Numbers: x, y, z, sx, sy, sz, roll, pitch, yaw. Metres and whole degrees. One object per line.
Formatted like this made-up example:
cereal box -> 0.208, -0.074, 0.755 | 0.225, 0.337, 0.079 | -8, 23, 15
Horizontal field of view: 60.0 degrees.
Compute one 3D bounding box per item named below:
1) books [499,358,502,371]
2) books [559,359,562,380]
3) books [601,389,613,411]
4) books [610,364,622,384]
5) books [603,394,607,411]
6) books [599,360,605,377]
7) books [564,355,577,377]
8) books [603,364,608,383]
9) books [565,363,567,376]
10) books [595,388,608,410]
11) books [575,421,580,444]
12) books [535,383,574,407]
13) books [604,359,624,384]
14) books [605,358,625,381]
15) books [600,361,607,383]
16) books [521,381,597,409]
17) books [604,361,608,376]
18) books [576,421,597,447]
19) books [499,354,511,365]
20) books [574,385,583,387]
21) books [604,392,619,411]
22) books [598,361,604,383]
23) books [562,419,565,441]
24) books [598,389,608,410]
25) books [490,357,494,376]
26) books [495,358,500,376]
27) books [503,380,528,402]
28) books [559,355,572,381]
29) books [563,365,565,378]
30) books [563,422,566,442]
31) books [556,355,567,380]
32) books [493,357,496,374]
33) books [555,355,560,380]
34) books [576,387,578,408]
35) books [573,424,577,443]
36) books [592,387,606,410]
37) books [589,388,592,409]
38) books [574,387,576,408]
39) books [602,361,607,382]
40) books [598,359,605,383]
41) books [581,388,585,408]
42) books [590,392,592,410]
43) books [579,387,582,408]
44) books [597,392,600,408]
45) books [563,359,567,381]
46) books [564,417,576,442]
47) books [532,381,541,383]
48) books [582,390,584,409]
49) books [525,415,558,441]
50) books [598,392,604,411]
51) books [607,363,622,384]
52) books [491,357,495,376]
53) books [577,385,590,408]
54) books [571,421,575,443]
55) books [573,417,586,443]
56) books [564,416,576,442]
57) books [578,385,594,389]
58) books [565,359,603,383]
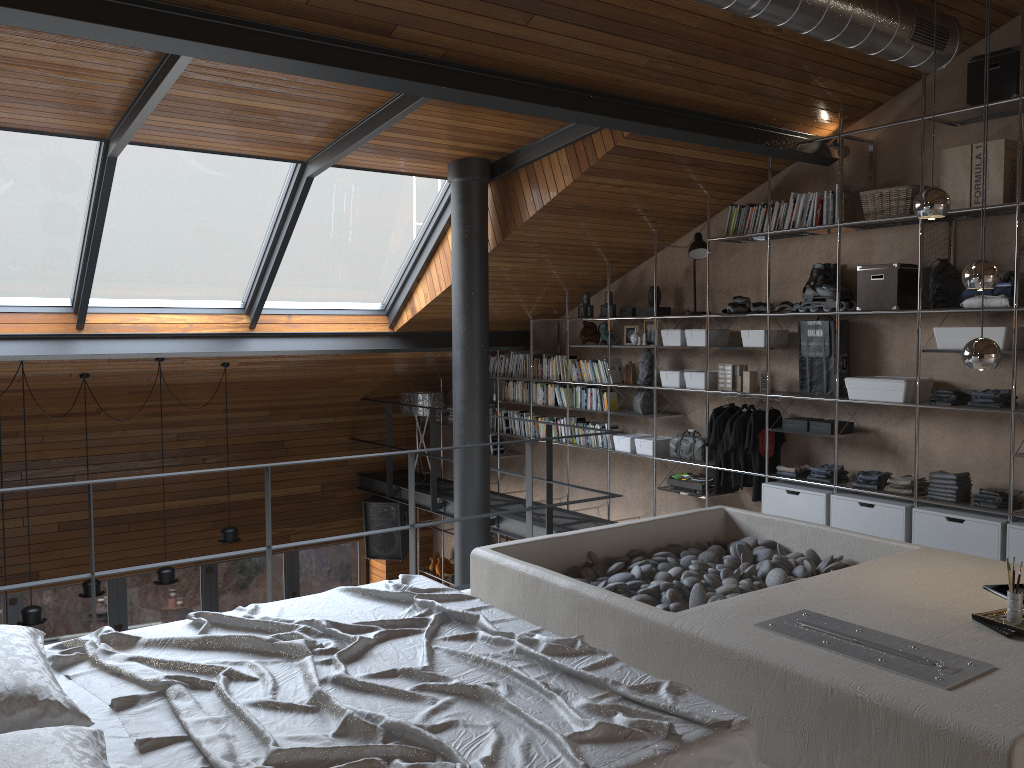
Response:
books -> -0.084, -0.178, 9.186 | 0.111, 0.194, 0.059 | -3, 4, -36
books -> 0.514, -0.137, 8.383 | 0.139, 0.201, 0.057 | -3, 4, -36
books -> 0.859, 0.143, 7.918 | 0.129, 0.186, 0.050 | -3, 4, -36
books -> 0.906, -0.092, 7.818 | 0.112, 0.169, 0.068 | -3, 4, -36
books -> 0.876, 0.164, 7.910 | 0.131, 0.147, 0.045 | -3, 4, -36
books -> 0.868, -0.118, 7.925 | 0.170, 0.209, 0.082 | -3, 4, -37
books -> 0.562, -0.151, 8.341 | 0.148, 0.233, 0.053 | -3, 4, -36
books -> 0.876, -0.092, 7.870 | 0.119, 0.166, 0.072 | -3, 4, -36
books -> 0.559, -0.124, 8.318 | 0.131, 0.180, 0.042 | -3, 4, -36
books -> 0.806, 0.135, 8.025 | 0.148, 0.190, 0.013 | -3, 4, -36
books -> 0.648, 0.449, 8.246 | 0.137, 0.201, 0.047 | -3, 4, -36
books -> 0.422, 0.103, 8.500 | 0.139, 0.208, 0.494 | -3, 4, -36
books -> 0.907, -0.115, 7.858 | 0.161, 0.215, 0.092 | -3, 4, -36
books -> 0.921, -0.128, 7.860 | 0.177, 0.209, 0.082 | -3, 4, -36
books -> 0.857, -0.107, 7.891 | 0.127, 0.192, 0.079 | -3, 4, -36
books -> 0.425, 0.097, 8.529 | 0.138, 0.212, 1.040 | -3, 4, -35
books -> 0.890, -0.108, 7.865 | 0.125, 0.200, 0.088 | -3, 4, -36
books -> 0.721, 0.455, 8.142 | 0.136, 0.210, 0.273 | -3, 4, -35
books -> -0.084, -0.193, 9.197 | 0.122, 0.227, 0.076 | -3, 4, -36
books -> 0.658, 0.112, 8.282 | 0.207, 0.207, 0.010 | -3, 4, -36
books -> 0.887, 0.156, 7.899 | 0.129, 0.165, 0.056 | -3, 4, -36
books -> 0.842, -0.109, 7.930 | 0.127, 0.192, 0.079 | -3, 4, -36
books -> 0.541, 0.436, 8.385 | 0.137, 0.216, 0.049 | -3, 4, -36
books -> 0.826, 0.137, 7.995 | 0.129, 0.188, 0.010 | -3, 4, -36
books -> -0.165, -0.185, 9.308 | 0.127, 0.197, 0.063 | -3, 4, -36
books -> -0.111, -0.180, 9.234 | 0.111, 0.194, 0.059 | -3, 4, -36
books -> 0.046, 0.068, 9.032 | 0.130, 0.216, 0.311 | -3, 4, -36
books -> 0.517, -0.152, 8.351 | 0.148, 0.233, 0.053 | -3, 4, -36
books -> 0.539, -0.126, 8.349 | 0.131, 0.180, 0.042 | -3, 4, -36
books -> 0.549, 0.448, 8.371 | 0.138, 0.191, 0.049 | -3, 4, -36
books -> 0.488, -0.154, 8.390 | 0.148, 0.233, 0.053 | -3, 4, -36
books -> -0.132, -0.186, 9.281 | 0.125, 0.204, 0.072 | -3, 4, -36
books -> 0.484, -0.157, 8.425 | 0.143, 0.236, 0.062 | -3, 4, -36
books -> 0.664, 0.124, 8.239 | 0.169, 0.189, 0.018 | -3, 4, -36
books -> 0.634, 0.459, 8.252 | 0.131, 0.180, 0.042 | -3, 4, -36
books -> 0.791, 0.131, 8.052 | 0.146, 0.195, 0.023 | -3, 4, -36
books -> 0.762, 0.132, 8.075 | 0.148, 0.190, 0.013 | -3, 4, -36
books -> 0.634, 0.122, 8.251 | 0.148, 0.190, 0.013 | -3, 4, -36
books -> 0.869, -0.107, 7.886 | 0.127, 0.192, 0.079 | -3, 4, -36
books -> 0.861, -0.118, 7.933 | 0.164, 0.209, 0.084 | -3, 4, -36
books -> 0.699, 0.127, 8.182 | 0.161, 0.187, 0.021 | -3, 4, -36
books -> 0.770, 0.147, 8.063 | 0.143, 0.161, 0.019 | -3, 4, -36
books -> 0.682, 0.125, 8.205 | 0.148, 0.190, 0.013 | -3, 4, -36
books -> 0.828, 0.151, 7.965 | 0.130, 0.167, 0.046 | -3, 4, -36
books -> 0.550, -0.137, 8.344 | 0.149, 0.205, 0.049 | -3, 4, -36
books -> 0.563, 0.429, 8.323 | 0.148, 0.233, 0.053 | -3, 4, -36
books -> 0.241, 0.078, 8.813 | 0.143, 0.218, 0.020 | -3, 4, -36
books -> 0.699, 0.140, 8.151 | 0.130, 0.169, 0.010 | -3, 4, -36
books -> 0.323, 0.427, 8.659 | 0.139, 0.211, 0.467 | -3, 4, -36
books -> 0.843, 0.151, 7.958 | 0.148, 0.167, 0.053 | -3, 4, -36
books -> 0.904, -0.095, 7.831 | 0.117, 0.176, 0.074 | -3, 4, -36
books -> -0.153, -0.185, 9.303 | 0.127, 0.197, 0.063 | -3, 4, -36
books -> 0.683, 0.114, 8.235 | 0.191, 0.207, 0.012 | -3, 4, -36
books -> 0.625, 0.445, 8.278 | 0.149, 0.205, 0.049 | -3, 4, -36
books -> 0.637, 0.431, 8.274 | 0.148, 0.233, 0.053 | -3, 4, -36
books -> 0.559, 0.426, 8.358 | 0.143, 0.236, 0.062 | -3, 4, -36
books -> 0.694, 0.117, 8.228 | 0.192, 0.204, 0.012 | -3, 4, -36
books -> 0.694, -0.122, 8.106 | 0.139, 0.206, 0.497 | -3, 4, -36
